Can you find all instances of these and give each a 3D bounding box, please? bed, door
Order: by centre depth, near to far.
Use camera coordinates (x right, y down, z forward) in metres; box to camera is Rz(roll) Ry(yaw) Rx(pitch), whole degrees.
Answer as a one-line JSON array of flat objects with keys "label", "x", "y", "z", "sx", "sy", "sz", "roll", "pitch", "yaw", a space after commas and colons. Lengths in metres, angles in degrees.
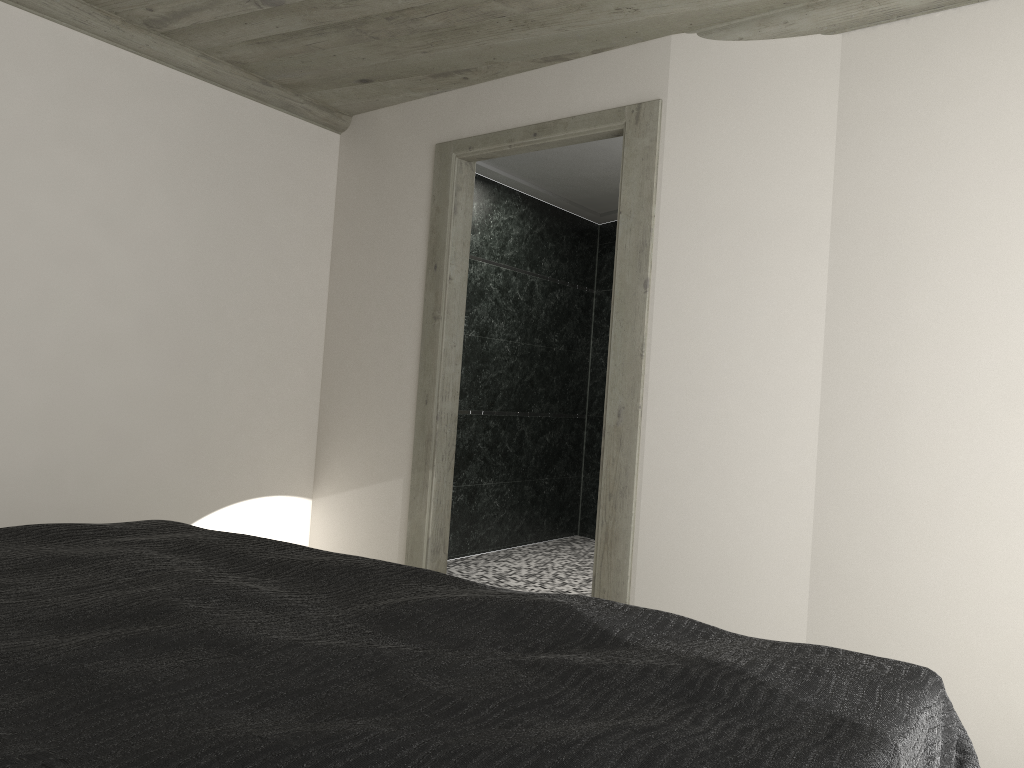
[{"label": "bed", "x": -0.926, "y": 0.345, "z": 0.886, "sx": 2.325, "sy": 1.624, "sz": 3.241, "roll": 3, "pitch": -1, "yaw": 33}, {"label": "door", "x": 0.405, "y": 0.038, "z": 4.557, "sx": 1.389, "sy": 2.516, "sz": 1.127, "roll": 3, "pitch": -2, "yaw": 42}]
